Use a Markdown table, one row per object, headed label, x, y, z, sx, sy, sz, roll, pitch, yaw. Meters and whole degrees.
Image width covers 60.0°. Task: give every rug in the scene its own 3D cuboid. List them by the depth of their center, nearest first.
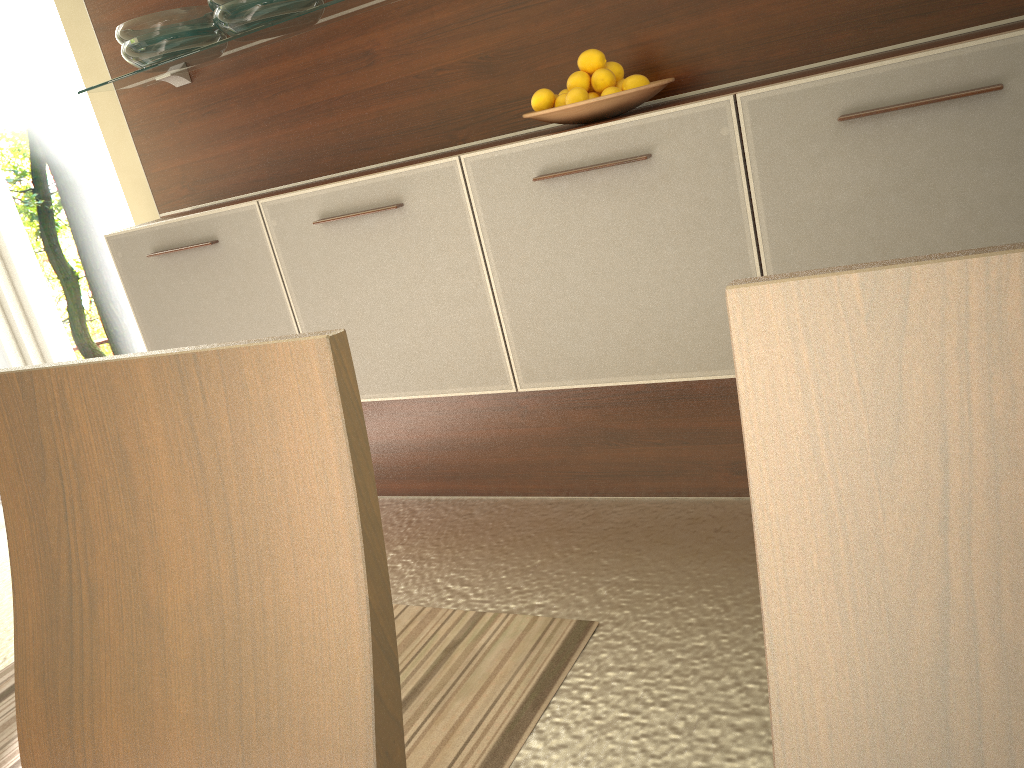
| label | x | y | z | sx | sy | sz | roll | pitch | yaw |
| --- | --- | --- | --- | --- | --- | --- | --- | --- | --- |
| rug | -0.690 | 0.727 | 2.032 | 1.613 | 0.007 | 0.842 | -4 | 20 | 30 |

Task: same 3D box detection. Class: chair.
| label | x | y | z | sx | sy | sz | roll | pitch | yaw |
| --- | --- | --- | --- | --- | --- | --- | --- | --- | --- |
| chair | 0.274 | 0.501 | 0.263 | 0.404 | 1.017 | 0.507 | -5 | 19 | 27 |
| chair | -0.244 | 0.542 | 0.544 | 0.404 | 1.017 | 0.507 | -4 | 20 | 30 |

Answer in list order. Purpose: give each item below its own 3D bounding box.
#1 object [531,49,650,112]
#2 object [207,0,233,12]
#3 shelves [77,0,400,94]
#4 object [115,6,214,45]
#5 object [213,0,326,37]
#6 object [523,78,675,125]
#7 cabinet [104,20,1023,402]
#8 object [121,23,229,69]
| label | x | y | z | sx | sy | sz | roll | pitch | yaw |
| --- | --- | --- | --- | --- | --- | --- | --- | --- | --- |
| object | 0.163 | -0.653 | 1.936 | 0.259 | 0.139 | 0.230 | -14 | 17 | 1 |
| object | -0.623 | -0.982 | 2.251 | 0.288 | 0.068 | 0.288 | -17 | 17 | -10 |
| shelves | -0.115 | -0.951 | 2.027 | 2.463 | 0.008 | 0.255 | -4 | 20 | 30 |
| object | -0.927 | -0.959 | 2.419 | 0.288 | 0.068 | 0.288 | -17 | 17 | -10 |
| object | -0.614 | -0.943 | 2.264 | 0.288 | 0.068 | 0.288 | -17 | 17 | -10 |
| object | 0.193 | -0.605 | 1.949 | 0.337 | 0.053 | 0.337 | -23 | 19 | -26 |
| cabinet | 0.016 | -0.301 | 2.178 | 2.463 | 0.570 | 0.372 | -4 | 20 | 30 |
| object | -0.918 | -0.920 | 2.432 | 0.288 | 0.068 | 0.288 | -17 | 17 | -10 |
